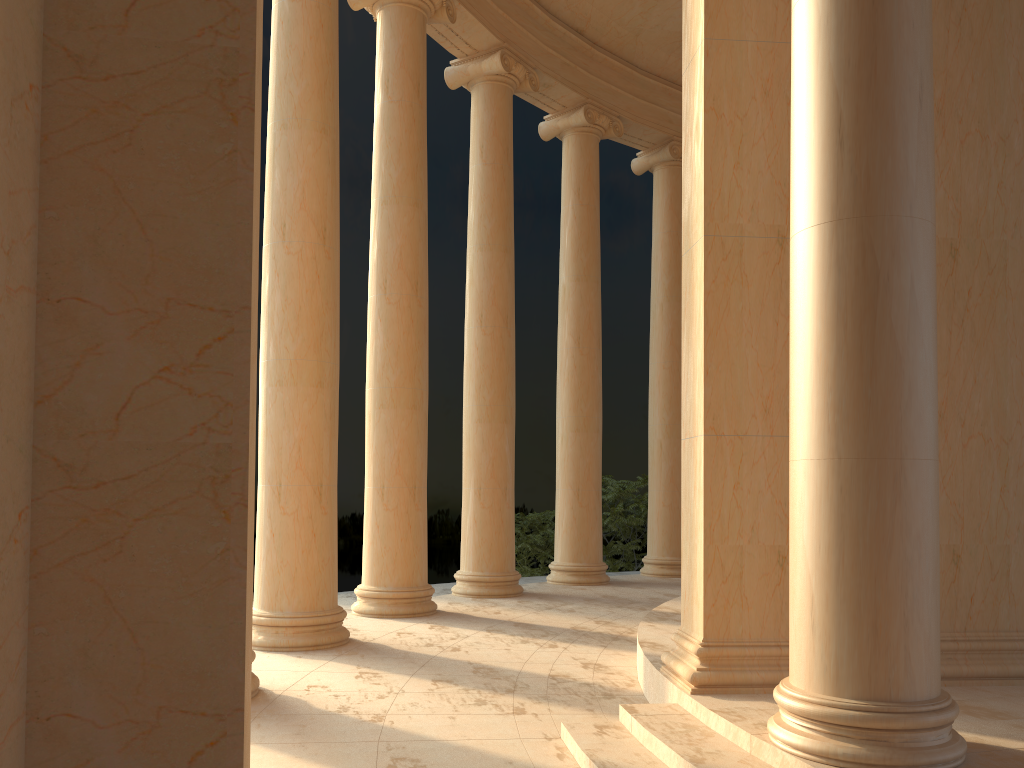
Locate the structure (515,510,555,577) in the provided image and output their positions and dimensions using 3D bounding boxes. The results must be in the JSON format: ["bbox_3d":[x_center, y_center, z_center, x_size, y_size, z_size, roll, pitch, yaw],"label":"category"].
[{"bbox_3d":[24.810,309.558,1513.278,149.212,187.727,156.290,0,-4,7],"label":"structure"}]

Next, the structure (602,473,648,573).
[{"bbox_3d":[212.435,308.891,1602.083,247.156,298.537,238.568,1,-4,-2],"label":"structure"}]
